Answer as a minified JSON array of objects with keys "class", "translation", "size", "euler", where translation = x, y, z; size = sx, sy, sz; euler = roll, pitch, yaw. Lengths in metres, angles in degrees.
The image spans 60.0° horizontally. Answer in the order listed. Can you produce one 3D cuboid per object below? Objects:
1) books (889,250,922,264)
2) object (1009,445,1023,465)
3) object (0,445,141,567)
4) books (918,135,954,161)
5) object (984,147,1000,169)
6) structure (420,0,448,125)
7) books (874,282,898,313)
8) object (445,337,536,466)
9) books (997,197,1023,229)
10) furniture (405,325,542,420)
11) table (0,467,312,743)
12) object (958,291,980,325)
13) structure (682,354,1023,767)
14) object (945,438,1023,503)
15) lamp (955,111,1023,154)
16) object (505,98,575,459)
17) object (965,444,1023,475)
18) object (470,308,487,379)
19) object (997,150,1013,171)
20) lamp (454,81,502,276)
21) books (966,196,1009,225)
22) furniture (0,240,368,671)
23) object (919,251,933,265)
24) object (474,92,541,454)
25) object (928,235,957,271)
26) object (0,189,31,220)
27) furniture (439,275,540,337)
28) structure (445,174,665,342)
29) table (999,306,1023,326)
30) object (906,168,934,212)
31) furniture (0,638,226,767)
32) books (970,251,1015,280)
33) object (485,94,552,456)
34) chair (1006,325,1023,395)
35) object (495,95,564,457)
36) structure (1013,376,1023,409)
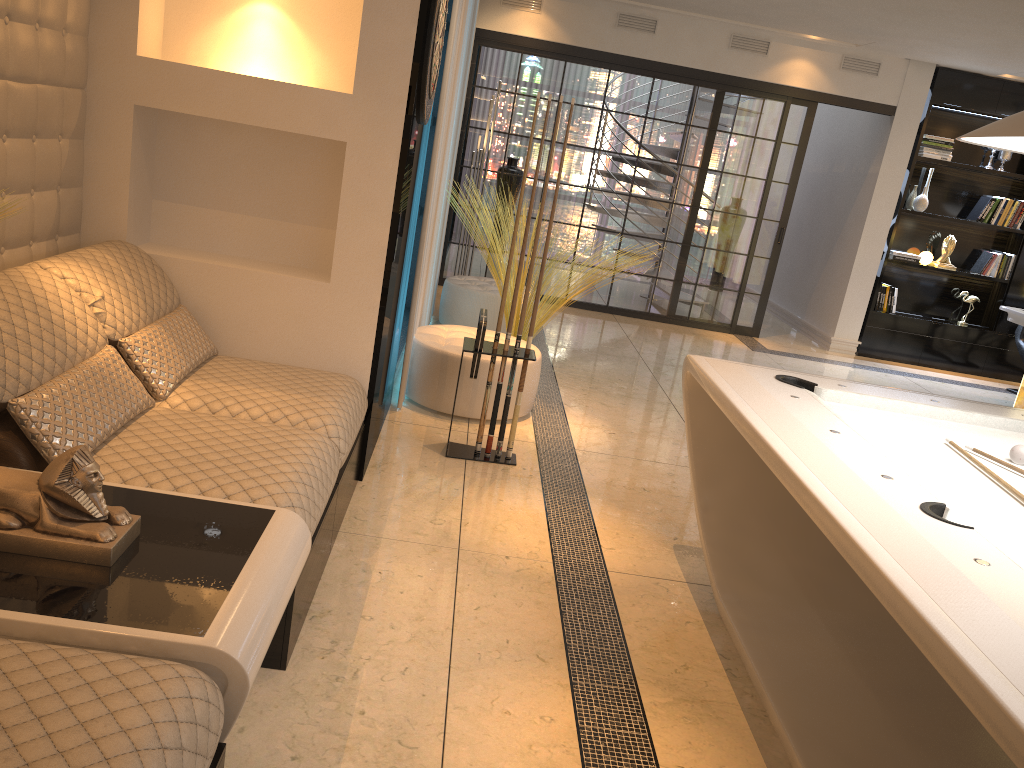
[{"class":"books","translation":[3.637,-1.188,8.264],"size":[0.266,0.073,0.209],"euler":[10,15,-1]},{"class":"object","translation":[1.453,0.202,2.535],"size":[0.057,0.057,0.057],"euler":[0,18,-33]},{"class":"object","translation":[-0.958,0.217,1.816],"size":[0.344,0.217,0.155],"euler":[9,15,-4]},{"class":"books","translation":[3.798,-2.127,7.993],"size":[0.302,0.188,0.259],"euler":[11,15,3]},{"class":"object","translation":[4.376,-2.102,8.066],"size":[0.111,0.301,0.111],"euler":[8,16,-8]},{"class":"structure","translation":[-0.306,-1.382,3.555],"size":[0.048,0.669,0.669],"euler":[9,15,-4]},{"class":"books","translation":[3.503,-0.824,8.361],"size":[0.236,0.270,0.210],"euler":[9,15,-4]},{"class":"object","translation":[-0.098,0.085,4.005],"size":[0.325,0.508,0.261],"euler":[9,15,-4]},{"class":"books","translation":[4.589,-1.579,8.187],"size":[0.252,0.261,0.212],"euler":[9,15,-4]},{"class":"furniture","translation":[-0.215,-0.079,4.795],"size":[0.735,0.357,0.735],"euler":[10,15,-2]},{"class":"table","translation":[-1.076,0.525,1.906],"size":[1.143,0.457,0.608],"euler":[9,15,-4]},{"class":"object","translation":[4.330,-0.721,8.441],"size":[0.193,0.310,0.092],"euler":[16,16,19]},{"class":"structure","translation":[1.407,0.746,2.020],"size":[1.659,0.812,2.912],"euler":[9,15,-4]},{"class":"object","translation":[1.233,0.371,1.840],"size":[0.028,0.026,1.605],"euler":[10,15,1]},{"class":"lamp","translation":[1.678,-0.862,1.567],"size":[0.939,0.995,1.578],"euler":[9,15,-4]},{"class":"object","translation":[0.118,-0.418,3.868],"size":[0.027,1.605,0.026],"euler":[20,18,33]},{"class":"object","translation":[1.609,0.430,1.872],"size":[0.028,0.026,1.605],"euler":[3,17,-23]},{"class":"object","translation":[-0.149,-0.165,3.932],"size":[0.032,0.297,0.330],"euler":[9,15,-4]},{"class":"object","translation":[4.480,-2.045,8.078],"size":[0.104,0.224,0.104],"euler":[10,15,-2]},{"class":"lamp","translation":[-0.303,-1.519,7.180],"size":[0.200,1.801,0.418],"euler":[9,15,-4]},{"class":"books","translation":[4.383,-1.609,8.173],"size":[0.245,0.256,0.207],"euler":[9,15,-5]},{"class":"furniture","translation":[-1.071,0.094,2.777],"size":[1.107,0.810,1.312],"euler":[9,15,-4]},{"class":"object","translation":[3.851,-1.174,8.255],"size":[0.125,0.125,0.125],"euler":[21,19,34]},{"class":"object","translation":[-0.023,-0.439,3.858],"size":[0.027,1.605,0.026],"euler":[20,18,33]},{"class":"object","translation":[4.032,-1.227,8.223],"size":[0.177,0.311,0.177],"euler":[9,15,-4]},{"class":"object","translation":[-1.289,-0.136,1.942],"size":[0.388,0.718,0.390],"euler":[7,16,-12]},{"class":"furniture","translation":[-0.167,-0.575,6.604],"size":[0.735,0.357,0.735],"euler":[1,18,-31]},{"class":"structure","translation":[0.234,-0.639,5.612],"size":[1.282,1.142,1.275],"euler":[-6,22,-46]},{"class":"table","translation":[5.569,0.103,7.114],"size":[3.031,0.759,1.293],"euler":[9,15,-4]},{"class":"object","translation":[3.746,-1.768,8.073],"size":[0.180,0.395,0.210],"euler":[10,15,-1]},{"class":"furniture","translation":[-1.028,0.614,0.942],"size":[1.107,0.810,1.312],"euler":[9,15,-4]},{"class":"books","translation":[4.497,-1.128,8.310],"size":[0.284,0.232,0.182],"euler":[10,15,-1]},{"class":"object","translation":[0.024,-0.431,3.861],"size":[0.027,1.605,0.026],"euler":[20,18,33]},{"class":"chair","translation":[4.669,-0.267,7.674],"size":[0.523,0.858,0.496],"euler":[9,15,-4]},{"class":"object","translation":[0.071,-0.426,3.864],"size":[0.027,1.605,0.026],"euler":[20,18,33]},{"class":"structure","translation":[3.394,-0.400,4.132],"size":[0.448,2.555,2.180],"euler":[9,15,-4]}]
